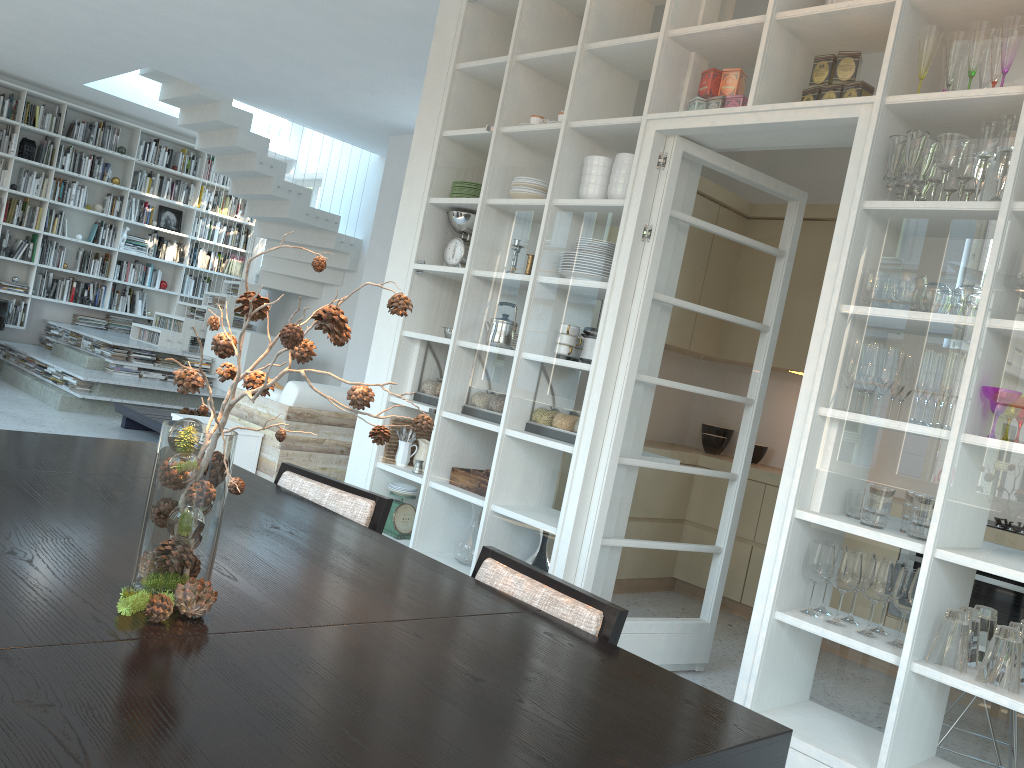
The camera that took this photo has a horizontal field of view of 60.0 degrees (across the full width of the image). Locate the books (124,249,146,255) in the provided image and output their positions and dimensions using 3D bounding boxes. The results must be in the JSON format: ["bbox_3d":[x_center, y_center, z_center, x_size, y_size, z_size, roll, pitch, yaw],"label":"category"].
[{"bbox_3d":[-4.689,-1.635,10.934,0.285,0.012,0.159,11,1,-40],"label":"books"}]

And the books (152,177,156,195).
[{"bbox_3d":[-4.467,-2.443,10.980,0.024,0.236,0.146,10,2,-44],"label":"books"}]

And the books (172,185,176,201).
[{"bbox_3d":[-4.287,-2.399,11.141,0.013,0.216,0.177,10,2,-44],"label":"books"}]

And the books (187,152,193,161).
[{"bbox_3d":[-4.108,-2.782,11.236,0.020,0.299,0.131,10,2,-44],"label":"books"}]

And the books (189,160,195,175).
[{"bbox_3d":[-4.090,-2.733,11.243,0.029,0.210,0.169,10,2,-44],"label":"books"}]

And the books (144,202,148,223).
[{"bbox_3d":[-4.554,-2.110,10.947,0.014,0.285,0.175,10,2,-44],"label":"books"}]

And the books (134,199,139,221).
[{"bbox_3d":[-4.636,-2.126,10.887,0.012,0.285,0.159,10,2,-44],"label":"books"}]

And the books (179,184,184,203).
[{"bbox_3d":[-4.209,-2.401,11.208,0.011,0.249,0.151,10,2,-44],"label":"books"}]

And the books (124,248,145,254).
[{"bbox_3d":[-4.687,-1.647,10.934,0.160,0.012,0.254,13,1,42],"label":"books"}]

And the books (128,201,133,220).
[{"bbox_3d":[-4.688,-2.117,10.823,0.011,0.248,0.155,10,2,-44],"label":"books"}]

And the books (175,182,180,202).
[{"bbox_3d":[-4.247,-2.416,11.173,0.023,0.264,0.156,10,2,-44],"label":"books"}]

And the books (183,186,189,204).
[{"bbox_3d":[-4.169,-2.390,11.247,0.030,0.241,0.162,10,2,-44],"label":"books"}]

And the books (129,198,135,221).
[{"bbox_3d":[-4.661,-2.133,10.853,0.065,0.289,0.145,10,2,-44],"label":"books"}]

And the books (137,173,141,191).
[{"bbox_3d":[-4.591,-2.466,10.839,0.013,0.237,0.141,10,2,-44],"label":"books"}]

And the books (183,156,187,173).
[{"bbox_3d":[-4.156,-2.753,11.167,0.007,0.226,0.170,10,2,-44],"label":"books"}]

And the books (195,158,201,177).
[{"bbox_3d":[-4.027,-2.748,11.302,0.026,0.263,0.162,10,2,-44],"label":"books"}]

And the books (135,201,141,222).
[{"bbox_3d":[-4.624,-2.116,10.914,0.043,0.269,0.131,10,2,-44],"label":"books"}]

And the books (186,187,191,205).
[{"bbox_3d":[-4.148,-2.383,11.281,0.022,0.234,0.158,10,2,-44],"label":"books"}]

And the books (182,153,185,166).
[{"bbox_3d":[-4.181,-2.775,11.170,0.017,0.259,0.136,10,2,-44],"label":"books"}]

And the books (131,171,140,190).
[{"bbox_3d":[-4.599,-2.476,10.832,0.012,0.254,0.160,10,2,-44],"label":"books"}]

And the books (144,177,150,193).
[{"bbox_3d":[-4.516,-2.437,10.897,0.025,0.207,0.175,10,2,-44],"label":"books"}]

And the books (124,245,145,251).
[{"bbox_3d":[-4.682,-1.683,10.936,0.254,0.012,0.160,11,1,-42],"label":"books"}]

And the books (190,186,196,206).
[{"bbox_3d":[-4.104,-2.390,11.313,0.031,0.265,0.169,10,2,-44],"label":"books"}]

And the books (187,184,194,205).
[{"bbox_3d":[-4.124,-2.403,11.294,0.026,0.284,0.146,10,2,-44],"label":"books"}]

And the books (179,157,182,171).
[{"bbox_3d":[-4.197,-2.758,11.131,0.008,0.220,0.182,10,2,-44],"label":"books"}]

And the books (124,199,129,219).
[{"bbox_3d":[-4.727,-2.127,10.814,0.030,0.253,0.128,10,2,-44],"label":"books"}]

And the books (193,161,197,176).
[{"bbox_3d":[-4.067,-2.730,11.299,0.031,0.211,0.131,10,2,-44],"label":"books"}]

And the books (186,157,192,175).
[{"bbox_3d":[-4.114,-2.750,11.209,0.018,0.235,0.186,10,2,-44],"label":"books"}]

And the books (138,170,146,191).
[{"bbox_3d":[-4.564,-2.484,10.861,0.052,0.282,0.166,10,2,-44],"label":"books"}]

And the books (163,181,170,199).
[{"bbox_3d":[-4.342,-2.416,11.056,0.030,0.230,0.186,10,2,-44],"label":"books"}]

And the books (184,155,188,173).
[{"bbox_3d":[-4.146,-2.763,11.185,0.031,0.249,0.164,10,2,-44],"label":"books"}]

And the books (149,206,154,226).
[{"bbox_3d":[-4.501,-2.080,10.995,0.026,0.244,0.177,10,2,-44],"label":"books"}]

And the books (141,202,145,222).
[{"bbox_3d":[-4.587,-2.108,10.937,0.020,0.267,0.152,10,2,-44],"label":"books"}]

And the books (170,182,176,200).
[{"bbox_3d":[-4.283,-2.410,11.118,0.014,0.240,0.189,10,2,-44],"label":"books"}]

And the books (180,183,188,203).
[{"bbox_3d":[-4.184,-2.408,11.218,0.036,0.272,0.176,10,2,-44],"label":"books"}]

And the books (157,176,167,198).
[{"bbox_3d":[-4.365,-2.437,10.989,0.032,0.265,0.245,10,2,-44],"label":"books"}]

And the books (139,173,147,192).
[{"bbox_3d":[-4.545,-2.465,10.895,0.026,0.251,0.130,10,2,-44],"label":"books"}]

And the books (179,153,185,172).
[{"bbox_3d":[-4.184,-2.771,11.149,0.016,0.252,0.188,10,2,-44],"label":"books"}]

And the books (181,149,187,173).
[{"bbox_3d":[-4.157,-2.801,11.167,0.007,0.321,0.165,10,2,-44],"label":"books"}]

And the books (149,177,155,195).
[{"bbox_3d":[-4.477,-2.438,10.951,0.030,0.224,0.157,10,2,-44],"label":"books"}]

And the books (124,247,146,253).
[{"bbox_3d":[-4.682,-1.658,10.932,0.285,0.012,0.159,11,1,-39],"label":"books"}]

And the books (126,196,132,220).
[{"bbox_3d":[-4.698,-2.146,10.820,0.015,0.301,0.140,10,2,-44],"label":"books"}]

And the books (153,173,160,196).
[{"bbox_3d":[-4.430,-2.462,10.982,0.026,0.288,0.156,10,2,-44],"label":"books"}]

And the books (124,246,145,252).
[{"bbox_3d":[-4.682,-1.670,10.933,0.254,0.012,0.160,11,1,-40],"label":"books"}]

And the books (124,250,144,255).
[{"bbox_3d":[-4.690,-1.623,10.933,0.159,0.012,0.285,12,1,41],"label":"books"}]

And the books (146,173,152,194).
[{"bbox_3d":[-4.495,-2.460,10.918,0.026,0.261,0.167,10,2,-44],"label":"books"}]

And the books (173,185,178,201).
[{"bbox_3d":[-4.265,-2.395,11.149,0.031,0.217,0.165,10,2,-44],"label":"books"}]

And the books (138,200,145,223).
[{"bbox_3d":[-4.587,-2.118,10.916,0.012,0.287,0.176,10,2,-44],"label":"books"}]

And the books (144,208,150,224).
[{"bbox_3d":[-4.547,-2.073,10.967,0.033,0.213,0.152,10,2,-44],"label":"books"}]

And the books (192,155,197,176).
[{"bbox_3d":[-4.077,-2.766,11.274,0.025,0.279,0.136,10,2,-44],"label":"books"}]

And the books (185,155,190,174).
[{"bbox_3d":[-4.138,-2.766,11.212,0.017,0.257,0.146,10,2,-44],"label":"books"}]

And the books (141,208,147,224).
[{"bbox_3d":[-4.563,-2.072,10.930,0.013,0.207,0.189,10,2,-44],"label":"books"}]

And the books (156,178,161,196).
[{"bbox_3d":[-4.424,-2.436,11.007,0.025,0.238,0.142,10,2,-44],"label":"books"}]

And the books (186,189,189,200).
[{"bbox_3d":[-4.165,-2.392,11.275,0.014,0.246,0.142,10,2,-44],"label":"books"}]

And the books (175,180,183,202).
[{"bbox_3d":[-4.219,-2.426,11.178,0.022,0.294,0.180,10,2,-44],"label":"books"}]

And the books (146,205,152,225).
[{"bbox_3d":[-4.524,-2.089,10.985,0.021,0.253,0.166,10,2,-44],"label":"books"}]

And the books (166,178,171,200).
[{"bbox_3d":[-4.316,-2.439,11.113,0.048,0.283,0.162,10,2,-44],"label":"books"}]

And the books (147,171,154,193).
[{"bbox_3d":[-4.485,-2.476,10.936,0.011,0.296,0.162,10,2,-44],"label":"books"}]
